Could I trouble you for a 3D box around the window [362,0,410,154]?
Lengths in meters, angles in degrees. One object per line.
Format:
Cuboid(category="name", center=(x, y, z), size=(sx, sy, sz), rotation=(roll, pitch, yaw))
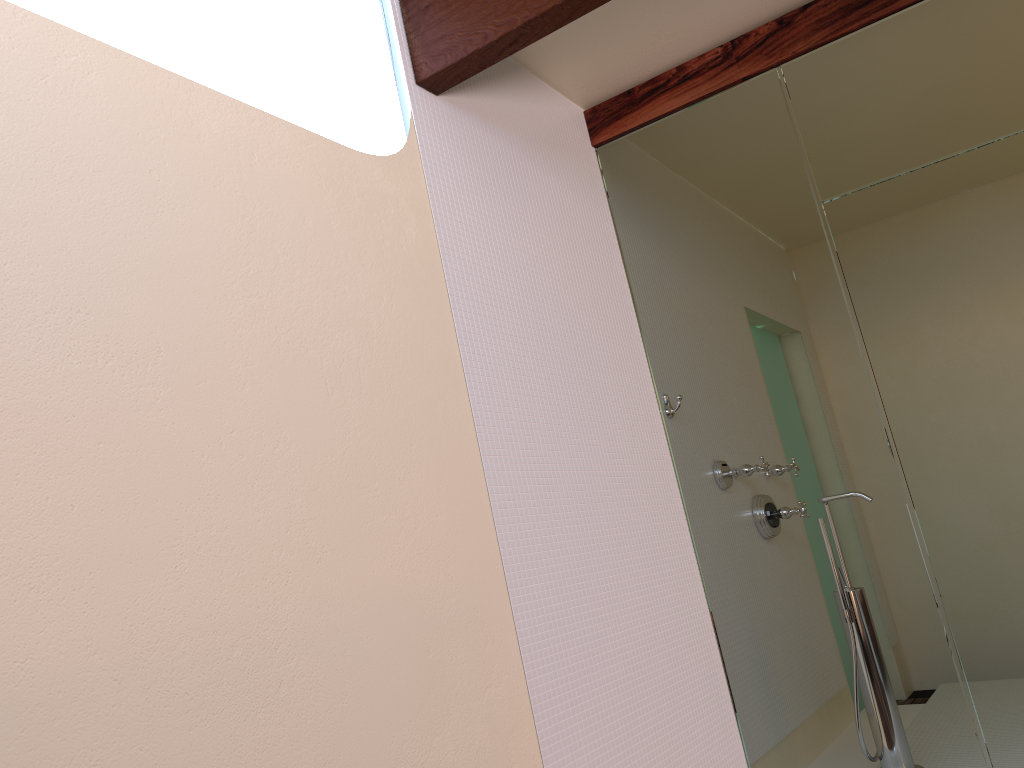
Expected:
Cuboid(category="window", center=(0.522, -1.423, 0.478), size=(3.537, 0.671, 2.112), rotation=(-19, -15, 31))
